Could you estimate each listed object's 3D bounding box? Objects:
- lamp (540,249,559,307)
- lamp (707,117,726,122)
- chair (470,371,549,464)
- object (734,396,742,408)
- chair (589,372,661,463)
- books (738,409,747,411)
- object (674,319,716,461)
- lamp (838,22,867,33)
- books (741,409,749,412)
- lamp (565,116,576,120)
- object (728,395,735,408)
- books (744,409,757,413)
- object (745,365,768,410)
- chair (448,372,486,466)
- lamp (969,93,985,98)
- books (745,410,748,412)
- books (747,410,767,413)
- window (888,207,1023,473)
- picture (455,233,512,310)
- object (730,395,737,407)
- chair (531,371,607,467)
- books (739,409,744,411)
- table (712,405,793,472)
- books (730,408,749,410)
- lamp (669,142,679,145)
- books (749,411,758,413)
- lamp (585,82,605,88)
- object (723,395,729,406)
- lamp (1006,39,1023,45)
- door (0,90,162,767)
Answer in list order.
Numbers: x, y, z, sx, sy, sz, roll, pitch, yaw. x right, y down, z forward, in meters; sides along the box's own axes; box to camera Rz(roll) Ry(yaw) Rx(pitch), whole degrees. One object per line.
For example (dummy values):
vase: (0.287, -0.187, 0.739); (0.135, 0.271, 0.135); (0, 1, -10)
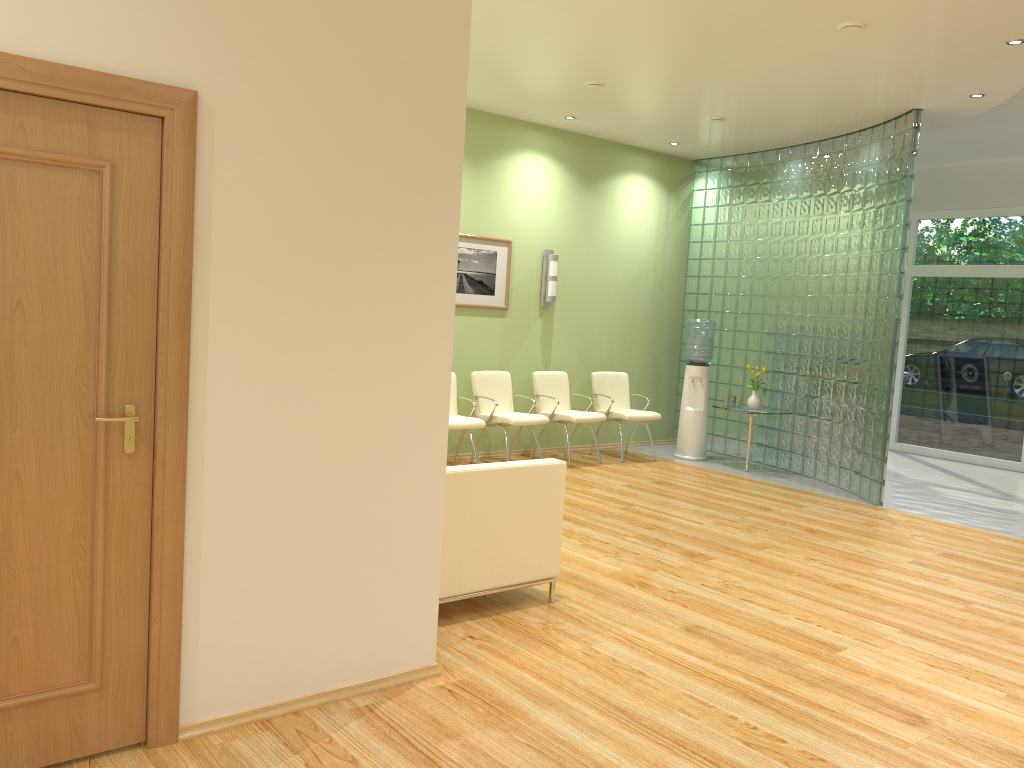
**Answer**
lamp: (0.391, -1.082, 9.080); (0.134, 0.580, 0.142); (0, 6, -39)
lamp: (1.882, -2.429, 8.172); (0.167, 0.024, 0.167); (7, 6, 34)
chair: (14.969, 1.427, 5.943); (31.281, 0.986, 0.752); (4, 5, 10)
object: (2.360, 0.185, 9.274); (0.071, 0.119, 0.072); (0, 6, -39)
chair: (1.187, 0.336, 9.404); (0.536, 0.881, 0.650); (0, 6, -34)
books: (2.374, 0.267, 8.996); (0.210, 0.004, 0.150); (-1, 7, -44)
object: (1.990, 0.055, 9.585); (0.353, 1.506, 0.353); (0, 6, -32)
lamp: (2.088, -2.182, 5.444); (0.167, 0.024, 0.167); (4, 5, 0)
books: (2.404, 0.271, 8.974); (0.150, 0.004, 0.210); (6, 5, 26)
lamp: (0.556, -2.544, 8.481); (0.105, 0.011, 0.105); (7, 6, 32)
object: (2.282, 0.183, 9.241); (0.071, 0.119, 0.072); (0, 6, -39)
books: (2.421, 0.272, 8.968); (0.150, 0.004, 0.210); (5, 5, 16)
object: (2.517, 0.034, 9.151); (0.219, 0.459, 0.201); (3, 5, -9)
chair: (-0.607, 0.350, 7.964); (0.536, 0.881, 0.650); (0, 6, -34)
lamp: (3.574, -2.215, 6.817); (0.105, 0.011, 0.105); (1, 5, -23)
books: (2.438, 0.274, 8.964); (0.150, 0.004, 0.210); (4, 5, 6)
books: (2.475, 0.276, 8.967); (0.150, 0.004, 0.210); (2, 5, -14)
window: (7.108, -0.288, 8.495); (0.092, 3.000, 9.401); (0, 6, -39)
picture: (-0.406, -1.083, 8.512); (1.000, 0.700, 0.025); (0, 6, -39)
object: (2.329, 0.177, 9.347); (0.071, 0.119, 0.072); (0, 6, -39)
chair: (15.283, 1.424, 6.203); (30.806, 0.986, 0.748); (4, 5, 11)
books: (2.388, 0.269, 8.984); (0.150, 0.004, 0.210); (7, 6, 36)
table: (2.464, 0.565, 9.210); (0.581, 0.614, 0.581); (1, 5, -25)
books: (2.348, 0.262, 9.043); (0.210, 0.004, 0.150); (2, 5, -14)
lamp: (1.724, -2.553, 9.421); (0.105, 0.011, 0.105); (7, 6, 32)
books: (2.457, 0.275, 8.964); (0.150, 0.004, 0.210); (3, 5, -4)
lamp: (0.673, -2.420, 7.199); (0.167, 0.024, 0.167); (5, 5, 12)
object: (2.249, 0.174, 9.318); (0.071, 0.119, 0.072); (0, 6, -39)
lamp: (3.139, -2.131, 5.531); (0.105, 0.011, 0.105); (5, 5, 21)
door: (-1.456, 0.179, 2.557); (0.823, 2.001, 0.098); (0, 6, -39)
